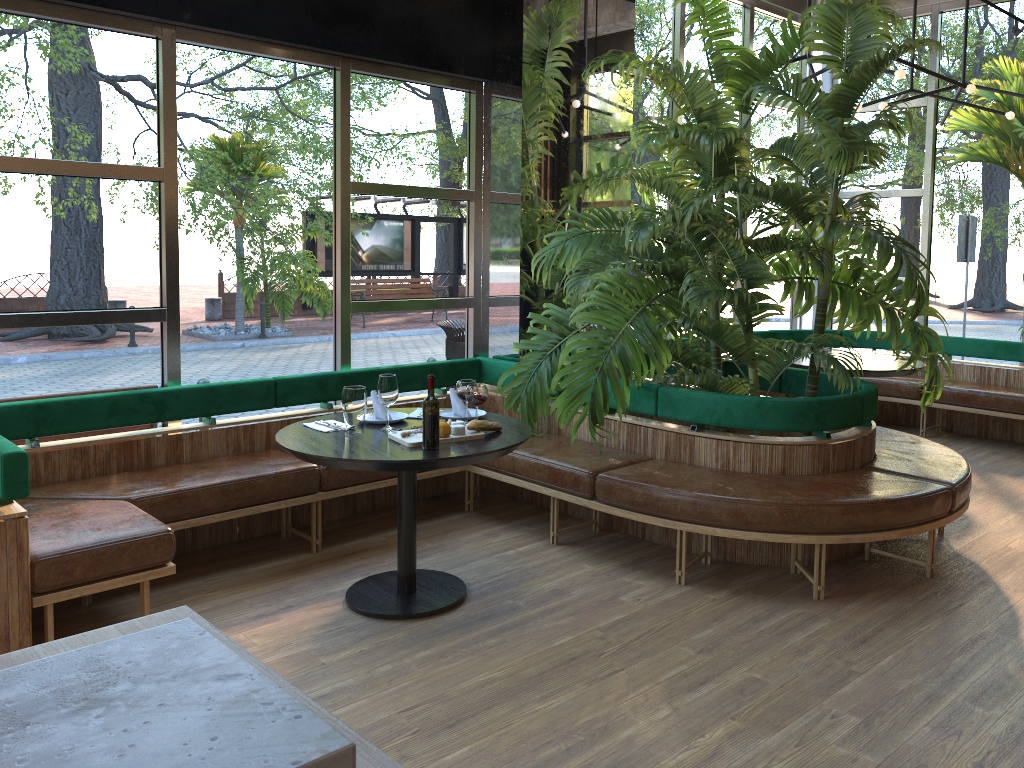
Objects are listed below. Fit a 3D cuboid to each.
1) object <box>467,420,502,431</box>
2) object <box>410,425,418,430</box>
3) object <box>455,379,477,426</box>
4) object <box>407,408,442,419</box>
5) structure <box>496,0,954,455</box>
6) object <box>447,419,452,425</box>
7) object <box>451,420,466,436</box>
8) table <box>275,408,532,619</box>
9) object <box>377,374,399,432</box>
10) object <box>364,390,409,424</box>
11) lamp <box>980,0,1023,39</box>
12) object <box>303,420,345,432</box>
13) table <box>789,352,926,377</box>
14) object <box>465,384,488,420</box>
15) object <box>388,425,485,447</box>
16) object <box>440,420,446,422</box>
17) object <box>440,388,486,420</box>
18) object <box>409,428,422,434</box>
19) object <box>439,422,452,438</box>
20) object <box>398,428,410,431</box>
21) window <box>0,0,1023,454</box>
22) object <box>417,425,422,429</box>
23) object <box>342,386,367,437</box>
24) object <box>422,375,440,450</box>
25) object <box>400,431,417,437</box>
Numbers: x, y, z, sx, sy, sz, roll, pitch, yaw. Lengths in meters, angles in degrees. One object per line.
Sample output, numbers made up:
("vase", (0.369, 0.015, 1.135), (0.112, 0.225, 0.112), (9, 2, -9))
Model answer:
("object", (-0.122, 0.183, 3.870), (0.055, 0.071, 0.223), (5, 9, 38))
("object", (-0.429, 0.196, 3.879), (0.040, 0.031, 0.032), (-2, 7, -18))
("object", (-0.209, 0.084, 4.078), (0.098, 0.199, 0.107), (5, 7, 36))
("object", (-0.408, 0.136, 4.308), (0.156, 0.019, 0.260), (2, 9, 8))
("structure", (1.447, -0.905, 5.421), (2.334, 3.409, 2.801), (4, 7, 32))
("object", (-0.313, 0.182, 3.993), (0.132, 0.028, 0.096), (-4, 10, -28))
("object", (-0.234, 0.183, 3.840), (0.062, 0.038, 0.201), (0, 9, -6))
("table", (-0.467, 0.576, 3.951), (1.075, 0.744, 1.134), (3, 8, 16))
("object", (-0.548, 0.081, 3.912), (0.089, 0.243, 0.097), (4, 6, 30))
("object", (-0.598, 0.106, 4.125), (0.224, 0.138, 0.244), (5, 9, 31))
("lamp", (0.282, -2.607, 3.188), (3.628, 1.518, 10.567), (9, 12, 44))
("object", (-0.803, 0.184, 3.953), (0.165, 0.019, 0.244), (-7, 12, -42))
("table", (2.556, 0.190, 6.778), (1.061, 0.744, 1.148), (5, 8, 27))
("object", (-0.157, 0.104, 3.957), (0.098, 0.199, 0.107), (5, 7, 36))
("object", (-0.321, 0.219, 3.785), (0.369, 0.019, 0.230), (-5, 11, -33))
("object", (-0.327, 0.175, 4.049), (0.048, 0.025, 0.024), (-3, 7, -26))
("object", (-0.238, 0.095, 4.238), (0.224, 0.138, 0.244), (5, 9, 31))
("object", (-0.360, 0.196, 3.821), (0.232, 0.013, 0.098), (-6, 11, -39))
("object", (-0.294, 0.184, 3.746), (0.093, 0.064, 0.175), (3, 9, 19))
("object", (-0.483, 0.205, 3.876), (0.059, 0.013, 0.156), (9, 12, 41))
("window", (-3.402, -1.768, 0.187), (21.382, 6.445, 3.975), (-7, 9, -43))
("object", (-0.407, 0.191, 3.952), (0.039, 0.019, 0.032), (-4, 9, -31))
("object", (-0.672, 0.117, 3.788), (0.107, 0.207, 0.104), (0, 5, -8))
("object", (-0.325, 0.113, 3.569), (0.071, 0.297, 0.066), (-2, 5, -27))
("object", (-0.381, 0.160, 3.698), (0.134, 0.123, 0.105), (4, 7, 28))
